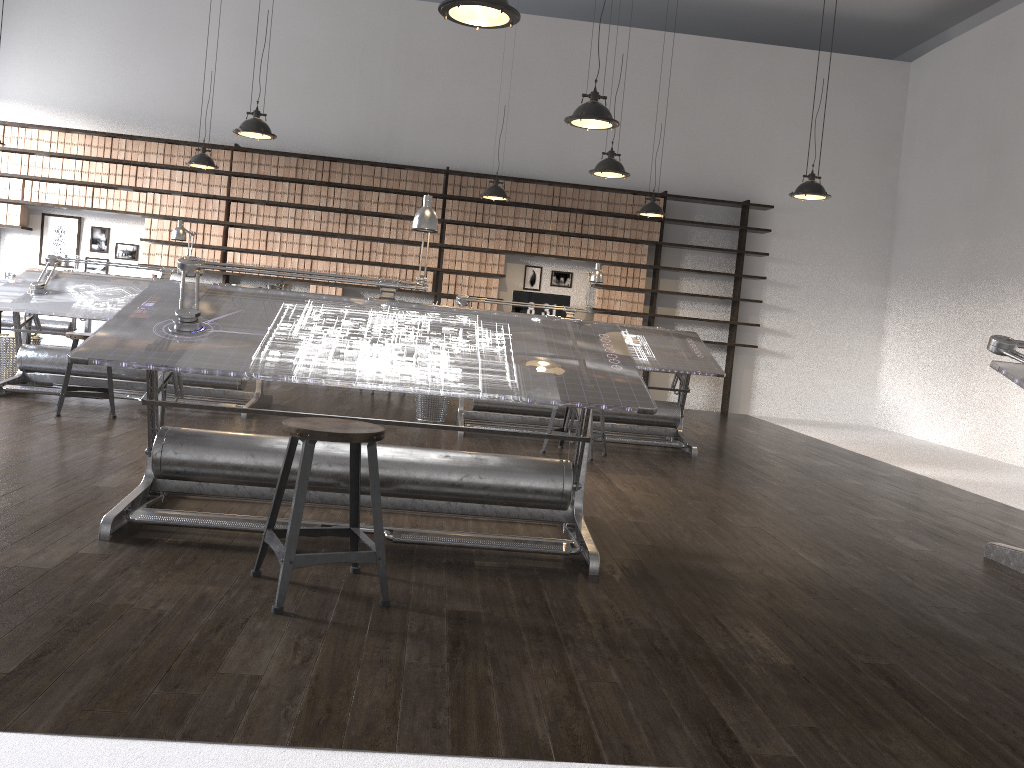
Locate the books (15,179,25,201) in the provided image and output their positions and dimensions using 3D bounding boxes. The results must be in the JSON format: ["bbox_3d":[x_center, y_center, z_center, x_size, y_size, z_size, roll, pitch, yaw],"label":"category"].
[{"bbox_3d":[-5.279,-2.086,9.555,0.067,0.225,0.175,5,3,-5],"label":"books"}]

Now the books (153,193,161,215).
[{"bbox_3d":[-3.853,-1.958,9.680,0.066,0.225,0.175,5,3,-5],"label":"books"}]

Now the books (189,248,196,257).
[{"bbox_3d":[-3.493,-1.376,9.726,0.066,0.225,0.175,5,3,-5],"label":"books"}]

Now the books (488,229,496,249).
[{"bbox_3d":[-0.229,-1.631,9.989,0.066,0.225,0.175,5,3,-5],"label":"books"}]

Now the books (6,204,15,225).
[{"bbox_3d":[-5.376,-1.818,9.564,0.066,0.225,0.175,5,3,-5],"label":"books"}]

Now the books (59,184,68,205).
[{"bbox_3d":[-4.829,-2.039,9.594,0.066,0.225,0.175,5,3,-5],"label":"books"}]

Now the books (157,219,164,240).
[{"bbox_3d":[-3.821,-1.678,9.694,0.066,0.225,0.175,5,3,-5],"label":"books"}]

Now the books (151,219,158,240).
[{"bbox_3d":[-3.883,-1.683,9.687,0.066,0.225,0.175,5,3,-5],"label":"books"}]

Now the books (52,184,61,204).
[{"bbox_3d":[-4.902,-2.046,9.591,0.066,0.225,0.175,5,3,-5],"label":"books"}]

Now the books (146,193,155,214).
[{"bbox_3d":[-3.925,-1.964,9.670,0.066,0.225,0.175,5,3,-5],"label":"books"}]

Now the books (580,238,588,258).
[{"bbox_3d":[0.810,-1.537,10.074,0.066,0.225,0.175,5,3,-5],"label":"books"}]

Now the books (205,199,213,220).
[{"bbox_3d":[-3.308,-1.909,9.729,0.066,0.225,0.175,5,3,-5],"label":"books"}]

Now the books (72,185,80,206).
[{"bbox_3d":[-4.695,-2.027,9.609,0.066,0.225,0.175,5,3,-5],"label":"books"}]

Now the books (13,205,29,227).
[{"bbox_3d":[-5.307,-1.811,9.568,0.066,0.225,0.175,5,3,-5],"label":"books"}]

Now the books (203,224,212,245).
[{"bbox_3d":[-3.329,-1.633,9.738,0.066,0.225,0.175,5,3,-5],"label":"books"}]

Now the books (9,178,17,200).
[{"bbox_3d":[-5.342,-2.092,9.554,0.066,0.225,0.175,5,3,-5],"label":"books"}]

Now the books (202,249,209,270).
[{"bbox_3d":[-3.359,-1.365,9.742,0.066,0.225,0.175,5,3,-5],"label":"books"}]

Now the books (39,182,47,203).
[{"bbox_3d":[-5.040,-2.058,9.581,0.066,0.225,0.175,5,3,-5],"label":"books"}]

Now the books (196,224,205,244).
[{"bbox_3d":[-3.402,-1.640,9.726,0.067,0.225,0.175,5,3,-5],"label":"books"}]

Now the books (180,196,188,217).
[{"bbox_3d":[-3.573,-1.933,9.704,0.066,0.225,0.175,5,3,-5],"label":"books"}]

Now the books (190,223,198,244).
[{"bbox_3d":[-3.477,-1.647,9.725,0.066,0.225,0.175,5,3,-5],"label":"books"}]

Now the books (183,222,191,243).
[{"bbox_3d":[-3.547,-1.653,9.714,0.066,0.225,0.175,5,3,-5],"label":"books"}]

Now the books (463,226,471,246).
[{"bbox_3d":[-0.509,-1.656,9.965,0.066,0.225,0.175,5,3,-5],"label":"books"}]

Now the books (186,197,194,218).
[{"bbox_3d":[-3.511,-1.928,9.711,0.066,0.225,0.175,5,3,-5],"label":"books"}]

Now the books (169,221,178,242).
[{"bbox_3d":[-3.688,-1.666,9.707,0.066,0.225,0.175,5,3,-5],"label":"books"}]

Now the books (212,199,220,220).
[{"bbox_3d":[-3.237,-1.903,9.731,0.066,0.225,0.175,5,3,-5],"label":"books"}]

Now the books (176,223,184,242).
[{"bbox_3d":[-3.617,-1.659,9.713,0.066,0.225,0.175,5,3,-5],"label":"books"}]

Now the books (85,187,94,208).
[{"bbox_3d":[-4.556,-2.014,9.618,0.067,0.225,0.175,5,3,-5],"label":"books"}]

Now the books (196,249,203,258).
[{"bbox_3d":[-3.422,-1.370,9.732,0.067,0.225,0.175,5,3,-5],"label":"books"}]

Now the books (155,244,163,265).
[{"bbox_3d":[-3.845,-1.408,9.700,0.066,0.225,0.175,5,3,-5],"label":"books"}]

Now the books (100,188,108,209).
[{"bbox_3d":[-4.412,-2.001,9.631,0.066,0.225,0.175,5,3,-5],"label":"books"}]

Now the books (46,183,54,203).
[{"bbox_3d":[-4.971,-2.052,9.589,0.066,0.225,0.175,5,3,-5],"label":"books"}]

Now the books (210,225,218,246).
[{"bbox_3d":[-3.253,-1.627,9.742,0.066,0.225,0.175,5,3,-5],"label":"books"}]

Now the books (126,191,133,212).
[{"bbox_3d":[-4.138,-1.977,9.658,0.066,0.225,0.175,5,3,-5],"label":"books"}]

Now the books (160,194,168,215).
[{"bbox_3d":[-3.785,-1.952,9.690,0.066,0.225,0.175,5,3,-5],"label":"books"}]

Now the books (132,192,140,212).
[{"bbox_3d":[-4.076,-1.971,9.661,0.066,0.225,0.175,5,3,-5],"label":"books"}]

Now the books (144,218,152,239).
[{"bbox_3d":[-3.955,-1.689,9.679,0.067,0.225,0.175,5,3,-5],"label":"books"}]

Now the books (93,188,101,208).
[{"bbox_3d":[-4.483,-2.008,9.630,0.066,0.225,0.175,5,3,-5],"label":"books"}]

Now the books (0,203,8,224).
[{"bbox_3d":[-5.445,-1.823,9.551,0.067,0.225,0.175,5,3,-5],"label":"books"}]

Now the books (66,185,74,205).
[{"bbox_3d":[-4.758,-2.032,9.600,0.067,0.225,0.175,5,3,-5],"label":"books"}]

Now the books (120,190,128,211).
[{"bbox_3d":[-4.204,-1.982,9.647,0.067,0.225,0.175,5,3,-5],"label":"books"}]

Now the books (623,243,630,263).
[{"bbox_3d":[1.290,-1.494,10.116,0.067,0.225,0.175,5,3,-5],"label":"books"}]

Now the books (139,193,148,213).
[{"bbox_3d":[-4.004,-1.965,9.665,0.067,0.225,0.175,5,3,-5],"label":"books"}]

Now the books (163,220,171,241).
[{"bbox_3d":[-3.754,-1.671,9.695,0.067,0.225,0.175,5,3,-5],"label":"books"}]

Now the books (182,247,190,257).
[{"bbox_3d":[-3.565,-1.383,9.724,0.066,0.225,0.175,5,3,-5],"label":"books"}]

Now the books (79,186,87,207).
[{"bbox_3d":[-4.630,-2.021,9.617,0.066,0.225,0.175,5,3,-5],"label":"books"}]

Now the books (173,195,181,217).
[{"bbox_3d":[-3.645,-1.939,9.696,0.067,0.225,0.175,5,3,-5],"label":"books"}]

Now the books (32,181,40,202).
[{"bbox_3d":[-5.109,-2.064,9.571,0.067,0.225,0.175,5,3,-5],"label":"books"}]

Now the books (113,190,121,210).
[{"bbox_3d":[-4.271,-1.989,9.647,0.066,0.225,0.175,5,3,-5],"label":"books"}]

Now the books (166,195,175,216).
[{"bbox_3d":[-3.715,-1.946,9.694,0.066,0.225,0.175,5,3,-5],"label":"books"}]

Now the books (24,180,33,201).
[{"bbox_3d":[-5.191,-2.072,9.566,0.066,0.225,0.175,5,3,-5],"label":"books"}]

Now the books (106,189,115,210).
[{"bbox_3d":[-4.342,-1.995,9.641,0.066,0.225,0.175,5,3,-5],"label":"books"}]

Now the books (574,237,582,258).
[{"bbox_3d":[0.738,-1.544,10.068,0.067,0.225,0.175,5,3,-5],"label":"books"}]
